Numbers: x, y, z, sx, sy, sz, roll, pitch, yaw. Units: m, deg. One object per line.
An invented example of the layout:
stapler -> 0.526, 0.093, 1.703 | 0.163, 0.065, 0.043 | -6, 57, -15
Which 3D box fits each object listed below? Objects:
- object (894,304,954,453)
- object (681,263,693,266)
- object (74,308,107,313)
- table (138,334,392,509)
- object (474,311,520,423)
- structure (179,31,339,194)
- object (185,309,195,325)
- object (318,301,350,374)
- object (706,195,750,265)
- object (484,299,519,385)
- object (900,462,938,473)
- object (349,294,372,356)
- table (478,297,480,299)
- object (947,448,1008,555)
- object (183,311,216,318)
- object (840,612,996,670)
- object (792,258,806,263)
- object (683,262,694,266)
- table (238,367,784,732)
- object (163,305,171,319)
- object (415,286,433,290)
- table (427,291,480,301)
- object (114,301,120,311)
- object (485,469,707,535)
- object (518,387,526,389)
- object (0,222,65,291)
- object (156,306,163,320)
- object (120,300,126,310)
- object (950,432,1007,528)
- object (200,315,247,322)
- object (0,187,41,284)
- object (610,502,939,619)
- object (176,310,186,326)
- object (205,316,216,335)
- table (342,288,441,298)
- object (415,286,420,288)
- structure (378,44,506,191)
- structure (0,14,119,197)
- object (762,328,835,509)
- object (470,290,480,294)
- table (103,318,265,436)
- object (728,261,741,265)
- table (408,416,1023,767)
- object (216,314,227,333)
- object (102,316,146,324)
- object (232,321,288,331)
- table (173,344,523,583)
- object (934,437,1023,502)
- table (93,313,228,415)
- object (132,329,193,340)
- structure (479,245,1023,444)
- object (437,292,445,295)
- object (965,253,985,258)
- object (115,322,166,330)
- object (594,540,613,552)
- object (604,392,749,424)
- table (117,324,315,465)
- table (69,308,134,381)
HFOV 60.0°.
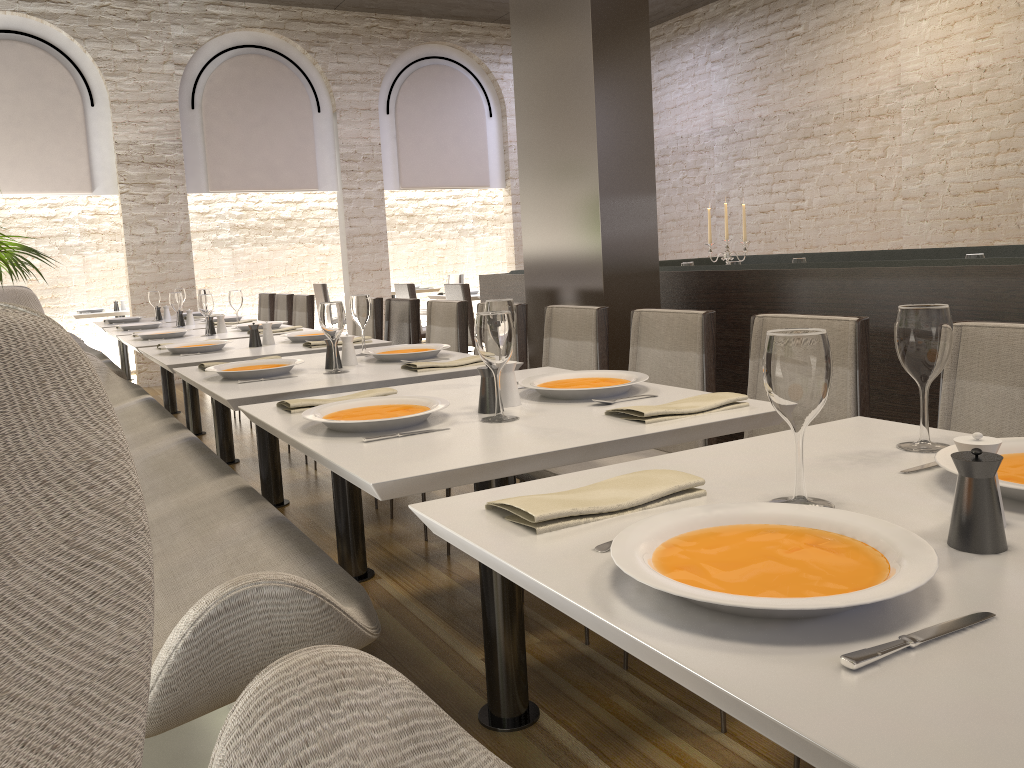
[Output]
object -> 0.660, -0.011, 1.419 | 0.086, 0.230, 0.086 | -2, 6, 14
object -> 1.177, -0.697, 5.944 | 0.086, 0.230, 0.087 | -2, 6, 8
object -> -4.466, -0.774, 9.398 | 0.321, 0.036, 0.323 | -2, 8, 7
table -> -1.154, 0.196, 4.146 | 0.938, 0.757, 1.013 | -7, 8, -28
object -> -0.033, -0.038, 1.878 | 0.086, 0.230, 0.087 | -1, 7, 19
structure -> -2.696, -2.883, 9.410 | 1.637, 1.668, 0.098 | -7, 7, -28
object -> -2.197, -0.458, 6.045 | 0.059, 0.109, 0.060 | -2, 6, 7
object -> -0.578, -0.150, 2.872 | 0.086, 0.230, 0.086 | -2, 6, 14
object -> 1.401, -0.900, 5.771 | 0.132, 0.654, 0.391 | -5, 7, -17
object -> -0.028, -0.113, 2.396 | 0.086, 0.230, 0.086 | -6, 7, -22
object -> 0.647, 0.114, 1.323 | 0.185, 0.010, 0.017 | -8, 9, -28
object -> -0.573, -0.226, 3.389 | 0.086, 0.230, 0.086 | -2, 6, 14
table -> 0.367, -0.401, 7.656 | 0.938, 0.757, 1.013 | -7, 8, -28
object -> 0.508, 0.124, 0.969 | 0.059, 0.109, 0.059 | -6, 7, -20
object -> -2.557, -0.561, 7.170 | 0.321, 0.036, 0.323 | -2, 8, 9
object -> 0.349, 0.214, 0.755 | 0.185, 0.010, 0.017 | -8, 9, -28
object -> 1.758, -0.654, 5.416 | 0.086, 0.230, 0.087 | -2, 6, 8
object -> 1.234, -0.736, 6.187 | 0.086, 0.230, 0.087 | 1, 7, 32
table -> -0.034, 0.428, 2.105 | 0.938, 0.757, 1.013 | -7, 8, -28
object -> -2.745, -0.571, 7.043 | 0.059, 0.109, 0.060 | -2, 6, 7
object -> -1.107, -1.164, 10.803 | 0.273, 0.033, 0.143 | -8, 9, -28
table -> -0.180, -0.515, 8.654 | 0.938, 0.757, 1.013 | -7, 8, -28
object -> -4.221, -0.836, 9.450 | 0.059, 0.109, 0.059 | -6, 7, -26
object -> 0.116, 0.156, 1.225 | 0.273, 0.033, 0.143 | -8, 9, -28
object -> 0.088, -0.002, 2.342 | 0.185, 0.010, 0.017 | -8, 9, -28
object -> -2.729, -0.256, 3.749 | 1.188, 1.966, 1.151 | -2, 7, 12
object -> -2.784, -0.558, 6.970 | 0.059, 0.109, 0.060 | -2, 6, 7
object -> -4.182, -0.848, 9.523 | 0.059, 0.109, 0.059 | -6, 7, -26
object -> 0.548, 0.111, 1.042 | 0.059, 0.109, 0.059 | -6, 7, -20
object -> -2.010, -0.447, 6.173 | 0.321, 0.036, 0.323 | -2, 8, 9
object -> -3.898, -0.503, 5.912 | 1.189, 1.966, 1.149 | 3, 9, 42
object -> 0.264, 0.185, 0.917 | 0.321, 0.036, 0.323 | -2, 8, 7
object -> -2.237, -0.445, 5.972 | 0.059, 0.109, 0.060 | -2, 6, 7
object -> -1.707, -0.335, 5.007 | 0.059, 0.109, 0.060 | -2, 6, 7
table -> -1.490, -0.785, 11.035 | 0.938, 0.757, 1.013 | -7, 8, -28
object -> -1.279, -1.207, 11.118 | 0.321, 0.036, 0.323 | -2, 8, 7
structure -> -0.840, -3.135, 10.413 | 1.637, 1.668, 0.098 | -7, 7, -28
structure -> -4.674, -2.614, 8.341 | 1.637, 1.668, 0.098 | -7, 7, -28
object -> 0.370, 0.046, 1.144 | 0.086, 0.230, 0.086 | -2, 6, 14
object -> -0.441, -0.873, 8.484 | 0.321, 0.036, 0.323 | -1, 9, 18
table -> -2.221, -0.025, 6.090 | 0.938, 0.757, 1.013 | -7, 8, -28
object -> 1.396, -0.652, 5.546 | 0.086, 0.230, 0.087 | -2, 6, 8
table -> 0.524, 0.543, 1.086 | 0.938, 0.757, 1.013 | -7, 8, -28
object -> -1.668, -0.348, 5.080 | 0.059, 0.109, 0.060 | -2, 6, 7
object -> -3.029, -0.497, 6.918 | 0.321, 0.036, 0.323 | -2, 8, 9
object -> -1.480, -0.338, 5.207 | 0.321, 0.036, 0.323 | -2, 8, 9
table -> -0.592, 0.312, 3.121 | 0.938, 0.757, 1.013 | -7, 8, -28
object -> 0.735, 0.121, 1.169 | 0.321, 0.036, 0.323 | -2, 8, 7
table -> -2.768, -0.139, 7.087 | 0.938, 0.757, 1.013 | -7, 8, -28
object -> -1.952, -0.274, 4.955 | 0.321, 0.036, 0.323 | -2, 8, 9
structure -> 3.409, 0.095, 2.197 | 2.376, 0.996, 10.777 | -7, 9, -28
object -> -0.588, -0.902, 8.793 | 0.273, 0.033, 0.143 | -8, 9, -28
object -> 2.165, -0.492, 4.143 | 0.086, 0.230, 0.087 | -5, 6, -16
object -> -2.481, -0.384, 5.920 | 0.321, 0.036, 0.323 | -2, 8, 9
object -> 0.176, 0.175, 1.070 | 0.182, 0.015, 0.038 | -7, 9, -27
object -> 0.349, 0.048, 1.873 | 0.273, 0.033, 0.143 | -8, 9, -28
table -> -1.691, 0.084, 5.124 | 0.938, 0.757, 1.013 | -7, 8, -28
table -> -4.205, -0.416, 9.568 | 0.938, 0.757, 1.013 | -7, 8, -28
